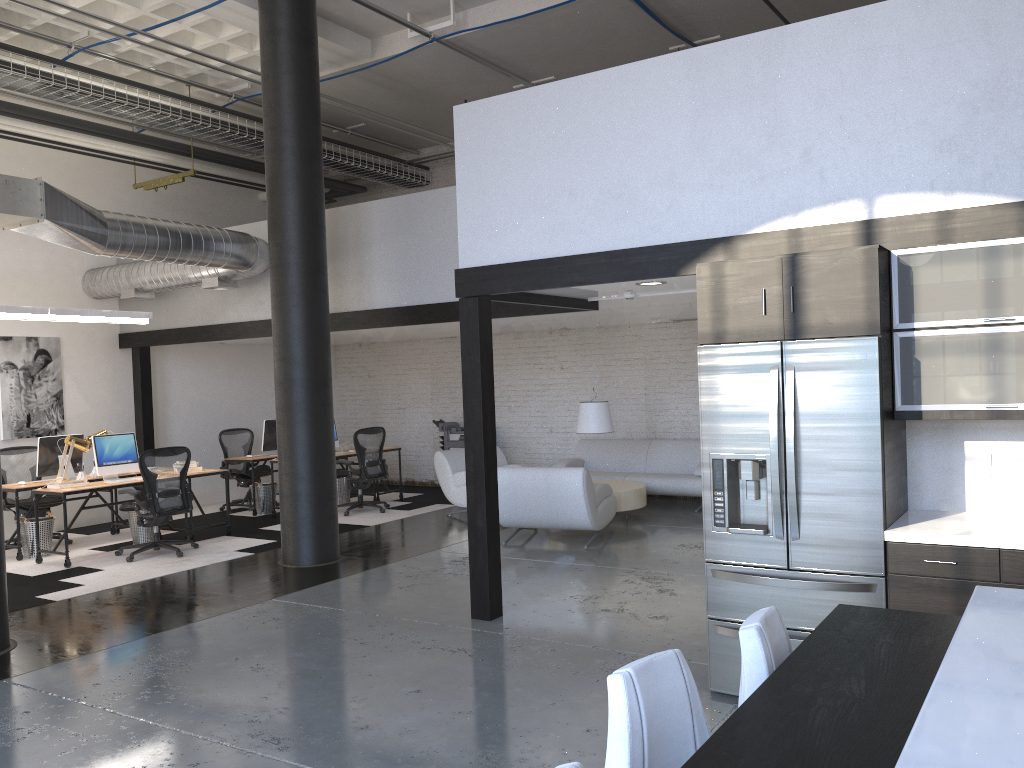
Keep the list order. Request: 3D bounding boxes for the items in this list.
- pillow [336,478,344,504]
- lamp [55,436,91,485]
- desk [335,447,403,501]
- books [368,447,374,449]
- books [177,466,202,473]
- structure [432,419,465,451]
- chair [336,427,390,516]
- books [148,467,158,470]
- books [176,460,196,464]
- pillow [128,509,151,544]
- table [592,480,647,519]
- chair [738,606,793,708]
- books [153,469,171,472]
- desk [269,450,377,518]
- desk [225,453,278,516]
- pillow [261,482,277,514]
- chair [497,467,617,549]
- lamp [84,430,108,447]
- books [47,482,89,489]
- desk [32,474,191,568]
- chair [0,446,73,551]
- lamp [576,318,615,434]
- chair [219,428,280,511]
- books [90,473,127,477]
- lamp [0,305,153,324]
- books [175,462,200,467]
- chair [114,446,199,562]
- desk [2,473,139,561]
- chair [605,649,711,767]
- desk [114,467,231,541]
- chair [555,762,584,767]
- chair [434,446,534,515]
[{"bbox_3d":[-2.395,1.439,12.044,0.119,0.406,0.239,-1,1,33],"label":"pillow"},{"bbox_3d":[-4.335,0.743,8.769,0.126,0.470,0.344,-1,1,33],"label":"lamp"},{"bbox_3d":[-2.255,1.271,12.549,1.401,0.725,0.529,-2,1,33],"label":"desk"},{"bbox_3d":[-1.970,0.888,12.379,0.235,0.024,0.200,-2,0,-24],"label":"books"},{"bbox_3d":[-3.630,0.955,9.939,0.271,0.050,0.200,-2,1,-30],"label":"books"},{"bbox_3d":[-0.682,1.044,12.886,1.058,1.058,0.503,-2,1,33],"label":"structure"},{"bbox_3d":[-1.965,1.092,11.312,0.792,1.086,0.770,-2,1,16],"label":"chair"},{"bbox_3d":[-4.273,0.989,10.334,0.235,0.024,0.200,-2,0,6],"label":"books"},{"bbox_3d":[-3.650,0.877,9.937,0.185,0.030,0.153,-2,1,-29],"label":"books"},{"bbox_3d":[-4.029,1.518,9.604,0.119,0.406,0.239,-1,1,33],"label":"pillow"},{"bbox_3d":[0.948,1.344,9.989,1.119,0.395,1.118,-2,1,14],"label":"table"},{"bbox_3d":[0.903,1.143,2.451,0.501,0.984,0.579,-2,1,29],"label":"chair"},{"bbox_3d":[-4.005,0.984,10.112,0.205,0.019,0.243,-2,0,10],"label":"books"},{"bbox_3d":[-2.418,1.285,11.497,0.529,0.725,1.400,-2,1,33],"label":"desk"},{"bbox_3d":[-3.127,1.308,11.959,0.529,0.725,1.400,-2,1,33],"label":"desk"},{"bbox_3d":[-3.138,1.472,11.419,0.119,0.406,0.239,-1,1,33],"label":"pillow"},{"bbox_3d":[0.426,1.174,8.857,1.007,0.785,1.025,-2,1,24],"label":"chair"},{"bbox_3d":[-4.525,0.743,9.778,0.128,0.470,0.344,-1,1,33],"label":"lamp"},{"bbox_3d":[-4.377,0.996,8.747,0.225,0.038,0.308,-2,1,33],"label":"books"},{"bbox_3d":[-4.052,1.364,9.057,0.529,0.725,1.400,-2,1,33],"label":"desk"},{"bbox_3d":[-5.228,1.226,9.695,0.792,1.086,0.770,-2,1,16],"label":"chair"},{"bbox_3d":[0.913,-0.126,9.990,0.436,1.348,0.436,-3,2,-43],"label":"lamp"},{"bbox_3d":[-3.593,1.147,12.135,0.792,1.086,0.770,-2,1,16],"label":"chair"},{"bbox_3d":[-4.465,0.991,9.811,0.225,0.038,0.308,-2,1,33],"label":"books"},{"bbox_3d":[-6.121,-1.964,6.868,0.226,2.865,7.298,-1,1,33],"label":"lamp"},{"bbox_3d":[-3.655,0.908,9.952,0.257,0.044,0.193,-2,0,-10],"label":"books"},{"bbox_3d":[-3.599,1.171,8.873,0.792,1.086,0.770,-2,1,16],"label":"chair"},{"bbox_3d":[-4.761,1.387,9.519,0.529,0.725,1.400,-2,1,33],"label":"desk"},{"bbox_3d":[0.493,1.161,2.059,0.501,0.984,0.579,-1,2,44],"label":"chair"},{"bbox_3d":[-3.889,1.350,10.109,1.401,0.725,0.529,-2,1,33],"label":"desk"},{"bbox_3d":[0.261,1.174,1.450,0.501,0.984,0.579,-2,1,24],"label":"chair"},{"bbox_3d":[-0.242,1.185,10.842,1.026,0.785,1.006,-1,1,44],"label":"chair"}]
